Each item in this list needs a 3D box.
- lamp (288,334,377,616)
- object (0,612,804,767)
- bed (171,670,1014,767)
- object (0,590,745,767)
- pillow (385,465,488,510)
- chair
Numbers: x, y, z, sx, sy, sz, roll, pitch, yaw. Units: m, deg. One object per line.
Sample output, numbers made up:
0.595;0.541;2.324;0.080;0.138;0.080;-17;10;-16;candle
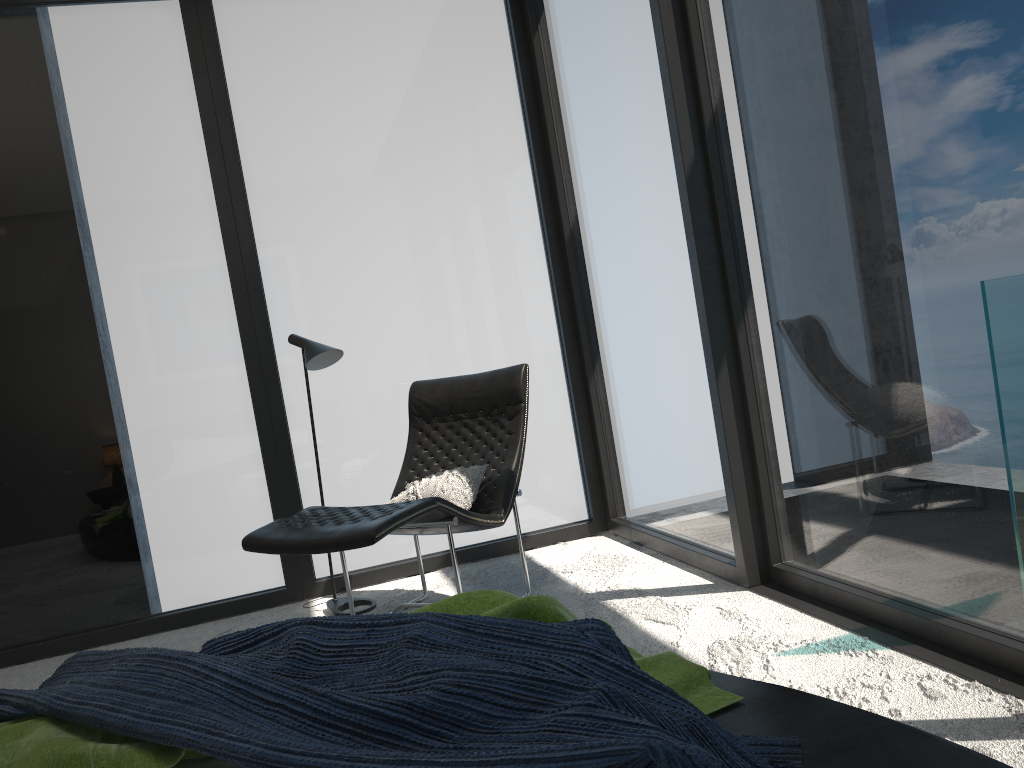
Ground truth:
-0.826;0.399;4.036;0.384;1.302;0.201;-7;4;38;lamp
-0.547;0.745;1.700;2.157;0.568;0.683;-9;2;27;object
-0.580;0.634;1.099;2.752;0.935;2.617;-10;2;-15;bed
-0.685;0.713;1.563;2.299;0.342;0.646;-10;2;-15;object
-0.347;0.481;3.752;0.442;0.199;0.312;-9;2;26;pillow
-0.414;0.500;3.640;0.640;0.996;1.278;-8;3;30;chair
